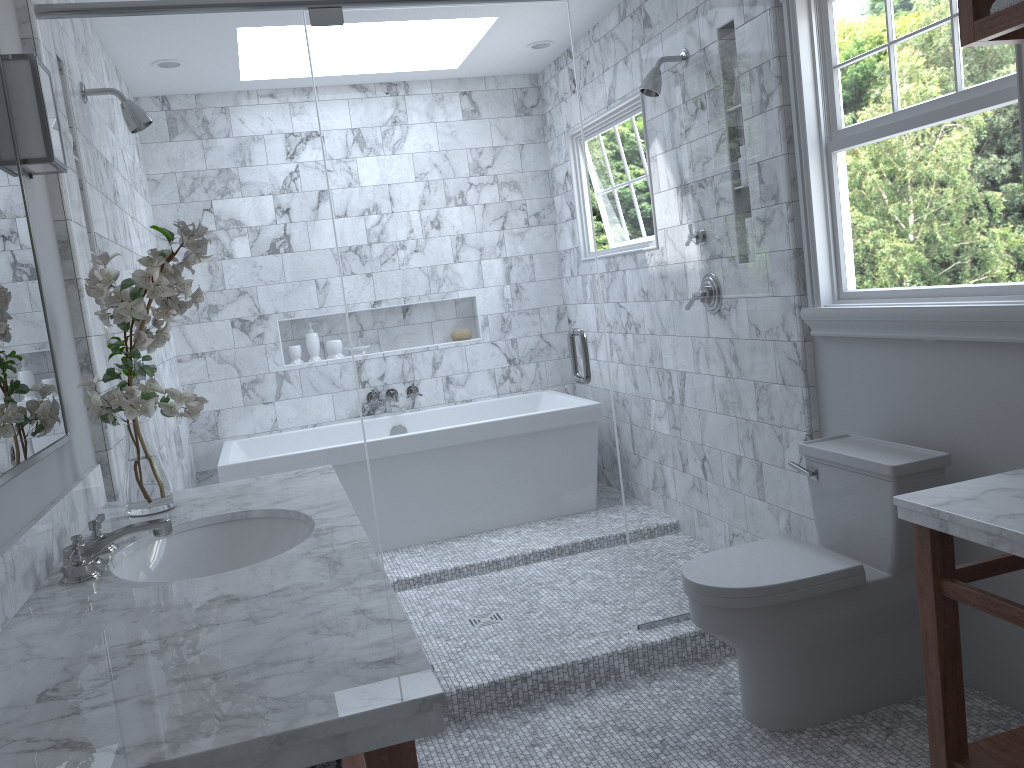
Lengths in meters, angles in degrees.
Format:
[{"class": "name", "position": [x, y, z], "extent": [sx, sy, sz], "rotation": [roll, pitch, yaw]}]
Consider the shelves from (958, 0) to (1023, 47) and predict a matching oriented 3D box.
[{"class": "shelves", "position": [1.162, -0.986, 1.560], "extent": [0.357, 0.566, 0.647], "rotation": [-9, 7, -15]}]

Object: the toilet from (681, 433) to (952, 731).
[{"class": "toilet", "position": [0.841, 0.585, 2.611], "extent": [0.722, 0.727, 0.490], "rotation": [-9, 7, -15]}]

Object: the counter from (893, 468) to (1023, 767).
[{"class": "counter", "position": [1.268, 0.641, 1.698], "extent": [0.539, 0.810, 0.828], "rotation": [-9, 7, -15]}]

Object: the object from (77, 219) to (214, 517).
[{"class": "object", "position": [-0.872, -0.032, 2.201], "extent": [0.374, 0.706, 0.225], "rotation": [-5, 7, 16]}]

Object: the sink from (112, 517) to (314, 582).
[{"class": "sink", "position": [-0.618, 0.486, 1.878], "extent": [0.494, 0.270, 0.517], "rotation": [-3, 8, 34]}]

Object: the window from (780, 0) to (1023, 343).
[{"class": "window", "position": [1.141, -0.755, 2.541], "extent": [0.149, 1.248, 1.040], "rotation": [-9, 7, -15]}]

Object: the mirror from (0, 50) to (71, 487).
[{"class": "mirror", "position": [-1.024, -0.320, 1.712], "extent": [0.030, 0.977, 0.694], "rotation": [-9, 7, -15]}]

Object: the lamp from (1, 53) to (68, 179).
[{"class": "lamp", "position": [-1.161, -0.647, 2.146], "extent": [0.091, 0.266, 0.175], "rotation": [-9, 7, -15]}]

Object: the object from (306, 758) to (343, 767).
[{"class": "object", "position": [-0.557, 0.912, 2.053], "extent": [0.322, 0.213, 0.302], "rotation": [-9, 7, -14]}]

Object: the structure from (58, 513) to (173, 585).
[{"class": "structure", "position": [-0.865, 0.334, 1.810], "extent": [0.295, 0.069, 0.256], "rotation": [-3, 8, 34]}]

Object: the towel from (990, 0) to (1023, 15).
[{"class": "towel", "position": [1.124, -0.796, 1.696], "extent": [0.283, 0.112, 0.305], "rotation": [-9, 7, -15]}]

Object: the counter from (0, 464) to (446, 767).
[{"class": "counter", "position": [-0.563, 0.722, 1.784], "extent": [0.638, 0.983, 1.657], "rotation": [-9, 7, -15]}]
